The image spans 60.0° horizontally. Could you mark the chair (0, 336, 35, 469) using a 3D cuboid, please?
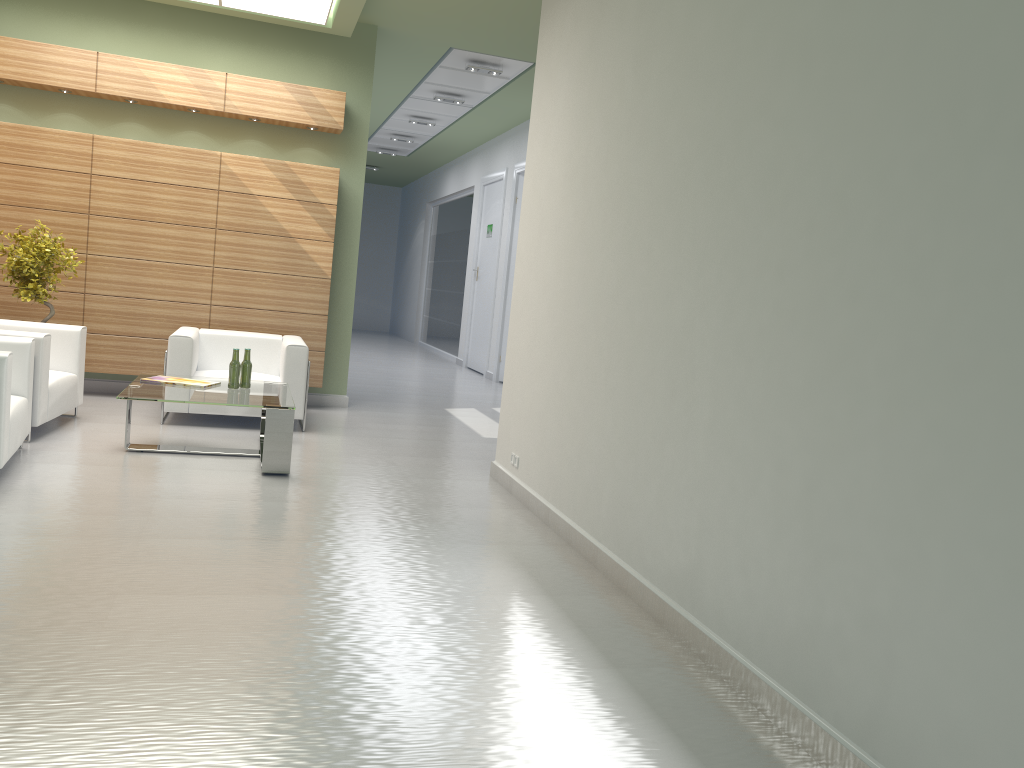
[{"bbox_3d":[-5.655,0.171,8.421,1.802,1.234,1.894,4,6,-22],"label":"chair"}]

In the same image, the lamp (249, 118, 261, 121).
[{"bbox_3d":[-4.032,-4.171,13.904,0.181,0.074,0.181,10,7,34],"label":"lamp"}]

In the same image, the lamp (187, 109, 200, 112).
[{"bbox_3d":[-4.894,-4.234,13.643,0.181,0.074,0.181,4,6,-22],"label":"lamp"}]

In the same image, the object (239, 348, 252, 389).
[{"bbox_3d":[-3.182,-0.188,10.621,0.131,0.475,0.131,10,7,38],"label":"object"}]

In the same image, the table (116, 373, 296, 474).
[{"bbox_3d":[-3.517,0.422,10.339,1.783,0.742,2.197,4,6,-17],"label":"table"}]

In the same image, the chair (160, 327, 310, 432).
[{"bbox_3d":[-3.963,-0.096,12.837,1.894,1.234,1.802,4,6,-17],"label":"chair"}]

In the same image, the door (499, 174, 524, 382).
[{"bbox_3d":[0.699,-2.446,21.110,2.089,5.083,0.134,11,8,43],"label":"door"}]

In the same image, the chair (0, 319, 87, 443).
[{"bbox_3d":[-6.287,-0.117,10.640,1.769,1.234,1.894,5,6,-12],"label":"chair"}]

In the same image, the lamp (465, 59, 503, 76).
[{"bbox_3d":[-0.519,-5.856,16.416,0.657,0.159,0.286,4,6,-17],"label":"lamp"}]

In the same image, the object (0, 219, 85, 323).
[{"bbox_3d":[-6.633,-0.984,12.141,1.116,2.565,1.201,11,8,41],"label":"object"}]

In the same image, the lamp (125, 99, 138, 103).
[{"bbox_3d":[-5.745,-4.297,13.386,0.181,0.074,0.181,10,7,34],"label":"lamp"}]

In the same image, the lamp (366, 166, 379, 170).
[{"bbox_3d":[-5.229,-7.956,32.495,0.657,0.159,0.286,4,6,-17],"label":"lamp"}]

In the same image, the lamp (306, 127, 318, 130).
[{"bbox_3d":[-3.186,-4.109,14.160,0.181,0.074,0.181,4,6,-22],"label":"lamp"}]

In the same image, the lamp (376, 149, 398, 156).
[{"bbox_3d":[-3.984,-7.401,28.244,0.657,0.159,0.286,4,6,-17],"label":"lamp"}]

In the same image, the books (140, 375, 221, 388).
[{"bbox_3d":[-3.926,-0.028,10.530,0.762,0.025,0.508,6,6,3],"label":"books"}]

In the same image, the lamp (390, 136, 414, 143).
[{"bbox_3d":[-3.134,-7.022,25.342,0.657,0.159,0.286,4,6,-17],"label":"lamp"}]

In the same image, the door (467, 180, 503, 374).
[{"bbox_3d":[-0.754,-2.886,23.993,0.250,5.083,2.089,4,6,-17],"label":"door"}]

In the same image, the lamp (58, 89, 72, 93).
[{"bbox_3d":[-6.613,-4.360,13.123,0.181,0.074,0.181,4,6,-22],"label":"lamp"}]

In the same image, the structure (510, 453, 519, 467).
[{"bbox_3d":[0.031,0.850,9.926,0.017,0.118,0.262,4,6,-17],"label":"structure"}]

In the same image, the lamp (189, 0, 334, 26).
[{"bbox_3d":[-4.284,-5.447,10.378,4.571,0.325,5.060,4,6,-17],"label":"lamp"}]

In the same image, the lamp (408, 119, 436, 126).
[{"bbox_3d":[-2.260,-6.632,22.358,0.657,0.159,0.286,4,6,-17],"label":"lamp"}]

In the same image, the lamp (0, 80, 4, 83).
[{"bbox_3d":[-7.471,-4.423,12.863,0.181,0.074,0.181,4,6,-22],"label":"lamp"}]

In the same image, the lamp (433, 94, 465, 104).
[{"bbox_3d":[-1.370,-6.236,19.322,0.657,0.159,0.286,4,6,-17],"label":"lamp"}]

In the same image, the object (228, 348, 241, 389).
[{"bbox_3d":[-3.272,-0.182,10.469,0.131,0.475,0.131,10,7,38],"label":"object"}]
